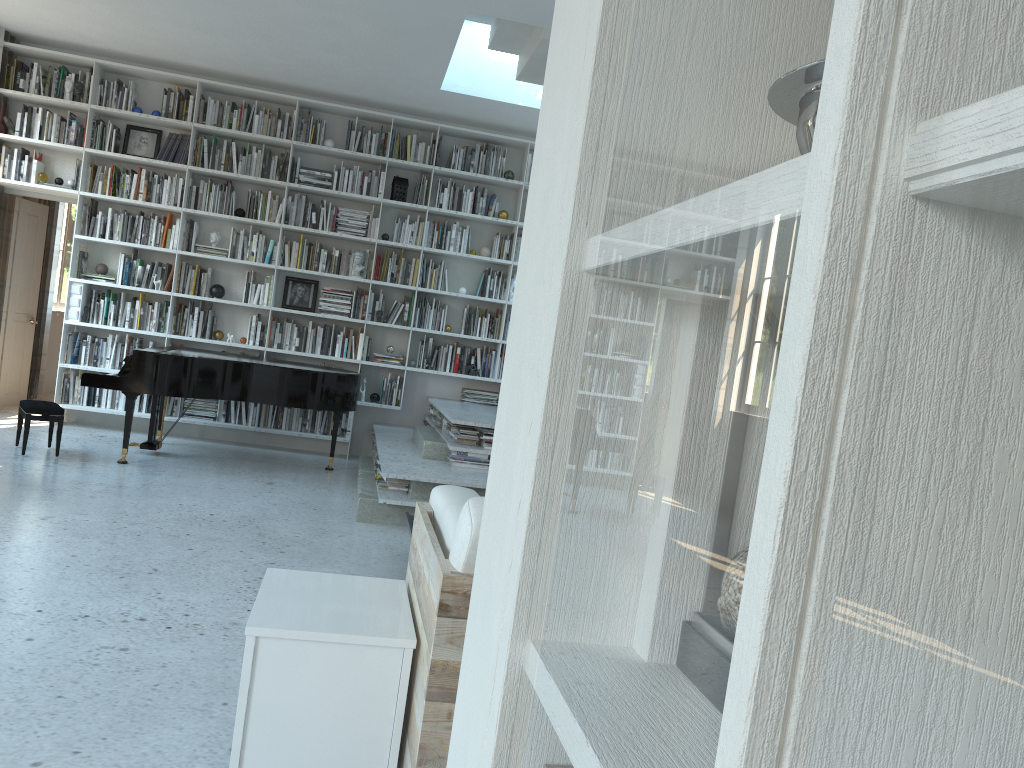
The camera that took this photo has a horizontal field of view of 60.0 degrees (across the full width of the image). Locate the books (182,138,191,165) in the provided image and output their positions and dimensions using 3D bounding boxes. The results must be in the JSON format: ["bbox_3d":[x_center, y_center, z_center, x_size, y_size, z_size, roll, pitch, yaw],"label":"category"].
[{"bbox_3d":[-2.856,-2.046,7.843,0.078,0.286,0.174,8,3,-10],"label":"books"}]

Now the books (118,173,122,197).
[{"bbox_3d":[-3.417,-1.726,7.777,0.012,0.230,0.149,8,3,-10],"label":"books"}]

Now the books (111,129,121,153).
[{"bbox_3d":[-3.447,-2.090,7.719,0.012,0.214,0.185,8,2,-10],"label":"books"}]

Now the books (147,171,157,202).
[{"bbox_3d":[-3.174,-1.720,7.816,0.025,0.286,0.161,8,3,-10],"label":"books"}]

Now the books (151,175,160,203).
[{"bbox_3d":[-3.138,-1.703,7.827,0.029,0.261,0.157,8,3,-10],"label":"books"}]

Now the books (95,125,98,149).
[{"bbox_3d":[-3.593,-2.123,7.710,0.005,0.238,0.154,8,3,-10],"label":"books"}]

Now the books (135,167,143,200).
[{"bbox_3d":[-3.272,-1.743,7.798,0.014,0.304,0.151,8,3,-10],"label":"books"}]

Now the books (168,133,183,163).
[{"bbox_3d":[-2.954,-2.057,7.819,0.097,0.283,0.174,8,3,-10],"label":"books"}]

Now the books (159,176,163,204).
[{"bbox_3d":[-3.093,-1.697,7.839,0.035,0.261,0.131,8,3,-10],"label":"books"}]

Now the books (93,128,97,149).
[{"bbox_3d":[-3.605,-2.107,7.709,0.015,0.207,0.172,8,2,-10],"label":"books"}]

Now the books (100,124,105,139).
[{"bbox_3d":[-3.552,-2.123,7.716,0.010,0.249,0.166,8,3,-10],"label":"books"}]

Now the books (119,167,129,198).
[{"bbox_3d":[-3.401,-1.747,7.775,0.012,0.277,0.150,8,3,-10],"label":"books"}]

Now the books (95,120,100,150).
[{"bbox_3d":[-3.584,-2.142,7.709,0.005,0.277,0.146,8,3,-10],"label":"books"}]

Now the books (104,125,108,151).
[{"bbox_3d":[-3.511,-2.114,7.718,0.019,0.244,0.153,8,3,-10],"label":"books"}]

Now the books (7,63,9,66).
[{"bbox_3d":[-4.292,-2.591,7.562,0.011,0.241,0.150,8,3,-10],"label":"books"}]

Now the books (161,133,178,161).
[{"bbox_3d":[-3.006,-2.061,7.811,0.110,0.280,0.174,8,3,-10],"label":"books"}]

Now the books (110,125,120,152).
[{"bbox_3d":[-3.457,-2.112,7.724,0.012,0.255,0.166,8,3,-10],"label":"books"}]

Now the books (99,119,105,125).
[{"bbox_3d":[-3.579,-2.147,7.712,0.006,0.289,0.144,8,3,-10],"label":"books"}]

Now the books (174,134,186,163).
[{"bbox_3d":[-2.925,-2.056,7.844,0.078,0.286,0.174,8,3,-10],"label":"books"}]

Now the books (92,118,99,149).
[{"bbox_3d":[-3.609,-2.149,7.701,0.006,0.287,0.148,8,3,-10],"label":"books"}]

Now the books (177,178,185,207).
[{"bbox_3d":[-2.923,-1.674,7.850,0.035,0.264,0.177,8,3,-10],"label":"books"}]

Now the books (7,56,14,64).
[{"bbox_3d":[-4.297,-2.624,7.545,0.012,0.307,0.180,8,3,-10],"label":"books"}]

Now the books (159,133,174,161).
[{"bbox_3d":[-3.031,-2.065,7.825,0.110,0.280,0.174,8,3,-10],"label":"books"}]

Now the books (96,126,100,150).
[{"bbox_3d":[-3.566,-2.106,7.691,0.004,0.214,0.186,8,2,-10],"label":"books"}]

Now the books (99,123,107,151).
[{"bbox_3d":[-3.542,-2.119,7.696,0.004,0.246,0.188,8,2,-10],"label":"books"}]

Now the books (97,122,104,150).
[{"bbox_3d":[-3.559,-2.129,7.705,0.009,0.260,0.183,8,3,-10],"label":"books"}]

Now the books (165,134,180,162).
[{"bbox_3d":[-2.987,-2.059,7.833,0.110,0.280,0.174,8,3,-10],"label":"books"}]

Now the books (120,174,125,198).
[{"bbox_3d":[-3.390,-1.715,7.766,0.014,0.218,0.164,8,2,-10],"label":"books"}]

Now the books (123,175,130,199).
[{"bbox_3d":[-3.357,-1.710,7.773,0.031,0.217,0.173,8,2,-10],"label":"books"}]

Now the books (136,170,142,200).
[{"bbox_3d":[-3.254,-1.723,7.784,0.023,0.271,0.186,8,3,-10],"label":"books"}]

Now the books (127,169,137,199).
[{"bbox_3d":[-3.333,-1.735,7.780,0.014,0.273,0.180,8,3,-10],"label":"books"}]

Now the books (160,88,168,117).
[{"bbox_3d":[-3.053,-2.440,7.792,0.013,0.278,0.150,8,3,-10],"label":"books"}]

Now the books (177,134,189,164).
[{"bbox_3d":[-2.903,-2.054,7.853,0.078,0.286,0.174,8,3,-10],"label":"books"}]

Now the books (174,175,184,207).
[{"bbox_3d":[-2.950,-1.691,7.847,0.022,0.289,0.169,8,3,-10],"label":"books"}]

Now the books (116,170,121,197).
[{"bbox_3d":[-3.444,-1.739,7.767,0.047,0.250,0.134,8,3,-10],"label":"books"}]

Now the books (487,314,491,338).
[{"bbox_3d":[-0.234,-0.550,8.436,0.016,0.231,0.138,8,3,-10],"label":"books"}]

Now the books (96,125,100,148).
[{"bbox_3d":[-3.573,-2.115,7.700,0.009,0.229,0.184,8,2,-10],"label":"books"}]

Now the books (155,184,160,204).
[{"bbox_3d":[-3.119,-1.662,7.832,0.022,0.186,0.136,8,2,-10],"label":"books"}]

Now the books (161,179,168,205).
[{"bbox_3d":[-3.049,-1.675,7.826,0.030,0.231,0.172,8,2,-10],"label":"books"}]

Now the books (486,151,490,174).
[{"bbox_3d":[-0.238,-2.061,8.302,0.006,0.289,0.155,8,3,-10],"label":"books"}]

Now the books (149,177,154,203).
[{"bbox_3d":[-3.158,-1.690,7.810,0.013,0.232,0.171,8,2,-10],"label":"books"}]

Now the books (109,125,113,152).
[{"bbox_3d":[-3.469,-2.112,7.723,0.011,0.250,0.168,8,3,-10],"label":"books"}]

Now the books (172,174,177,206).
[{"bbox_3d":[-2.964,-1.693,7.832,0.012,0.291,0.182,8,3,-10],"label":"books"}]

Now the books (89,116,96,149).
[{"bbox_3d":[-3.620,-2.154,7.688,0.005,0.293,0.184,8,3,-10],"label":"books"}]

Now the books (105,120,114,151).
[{"bbox_3d":[-3.497,-2.131,7.718,0.005,0.281,0.190,8,3,-10],"label":"books"}]

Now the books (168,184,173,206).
[{"bbox_3d":[-3.009,-1.657,7.847,0.013,0.206,0.172,8,2,-10],"label":"books"}]

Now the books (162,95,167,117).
[{"bbox_3d":[-3.035,-2.407,7.785,0.028,0.218,0.153,8,3,-10],"label":"books"}]

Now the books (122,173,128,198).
[{"bbox_3d":[-3.378,-1.719,7.775,0.011,0.229,0.170,8,2,-10],"label":"books"}]

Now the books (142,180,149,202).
[{"bbox_3d":[-3.203,-1.677,7.787,0.029,0.195,0.191,8,2,-10],"label":"books"}]

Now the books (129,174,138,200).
[{"bbox_3d":[-3.306,-1.714,7.791,0.047,0.238,0.162,8,3,-10],"label":"books"}]

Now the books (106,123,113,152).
[{"bbox_3d":[-3.483,-2.118,7.711,0.023,0.258,0.183,8,3,-10],"label":"books"}]

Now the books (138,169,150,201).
[{"bbox_3d":[-3.226,-1.726,7.783,0.030,0.286,0.185,8,3,-10],"label":"books"}]

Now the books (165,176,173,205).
[{"bbox_3d":[-3.020,-1.687,7.829,0.022,0.263,0.174,8,3,-10],"label":"books"}]

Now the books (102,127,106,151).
[{"bbox_3d":[-3.523,-2.103,7.706,0.018,0.219,0.186,8,2,-10],"label":"books"}]

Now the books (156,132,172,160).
[{"bbox_3d":[-3.052,-2.068,7.812,0.110,0.280,0.174,8,3,-10],"label":"books"}]

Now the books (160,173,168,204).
[{"bbox_3d":[-3.066,-1.702,7.825,0.012,0.281,0.188,8,3,-10],"label":"books"}]

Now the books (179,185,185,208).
[{"bbox_3d":[-2.887,-1.637,7.834,0.039,0.202,0.235,8,2,-10],"label":"books"}]

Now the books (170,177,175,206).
[{"bbox_3d":[-2.988,-1.685,7.857,0.024,0.266,0.155,8,3,-10],"label":"books"}]

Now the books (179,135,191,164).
[{"bbox_3d":[-2.880,-2.050,7.853,0.078,0.286,0.174,8,3,-10],"label":"books"}]
